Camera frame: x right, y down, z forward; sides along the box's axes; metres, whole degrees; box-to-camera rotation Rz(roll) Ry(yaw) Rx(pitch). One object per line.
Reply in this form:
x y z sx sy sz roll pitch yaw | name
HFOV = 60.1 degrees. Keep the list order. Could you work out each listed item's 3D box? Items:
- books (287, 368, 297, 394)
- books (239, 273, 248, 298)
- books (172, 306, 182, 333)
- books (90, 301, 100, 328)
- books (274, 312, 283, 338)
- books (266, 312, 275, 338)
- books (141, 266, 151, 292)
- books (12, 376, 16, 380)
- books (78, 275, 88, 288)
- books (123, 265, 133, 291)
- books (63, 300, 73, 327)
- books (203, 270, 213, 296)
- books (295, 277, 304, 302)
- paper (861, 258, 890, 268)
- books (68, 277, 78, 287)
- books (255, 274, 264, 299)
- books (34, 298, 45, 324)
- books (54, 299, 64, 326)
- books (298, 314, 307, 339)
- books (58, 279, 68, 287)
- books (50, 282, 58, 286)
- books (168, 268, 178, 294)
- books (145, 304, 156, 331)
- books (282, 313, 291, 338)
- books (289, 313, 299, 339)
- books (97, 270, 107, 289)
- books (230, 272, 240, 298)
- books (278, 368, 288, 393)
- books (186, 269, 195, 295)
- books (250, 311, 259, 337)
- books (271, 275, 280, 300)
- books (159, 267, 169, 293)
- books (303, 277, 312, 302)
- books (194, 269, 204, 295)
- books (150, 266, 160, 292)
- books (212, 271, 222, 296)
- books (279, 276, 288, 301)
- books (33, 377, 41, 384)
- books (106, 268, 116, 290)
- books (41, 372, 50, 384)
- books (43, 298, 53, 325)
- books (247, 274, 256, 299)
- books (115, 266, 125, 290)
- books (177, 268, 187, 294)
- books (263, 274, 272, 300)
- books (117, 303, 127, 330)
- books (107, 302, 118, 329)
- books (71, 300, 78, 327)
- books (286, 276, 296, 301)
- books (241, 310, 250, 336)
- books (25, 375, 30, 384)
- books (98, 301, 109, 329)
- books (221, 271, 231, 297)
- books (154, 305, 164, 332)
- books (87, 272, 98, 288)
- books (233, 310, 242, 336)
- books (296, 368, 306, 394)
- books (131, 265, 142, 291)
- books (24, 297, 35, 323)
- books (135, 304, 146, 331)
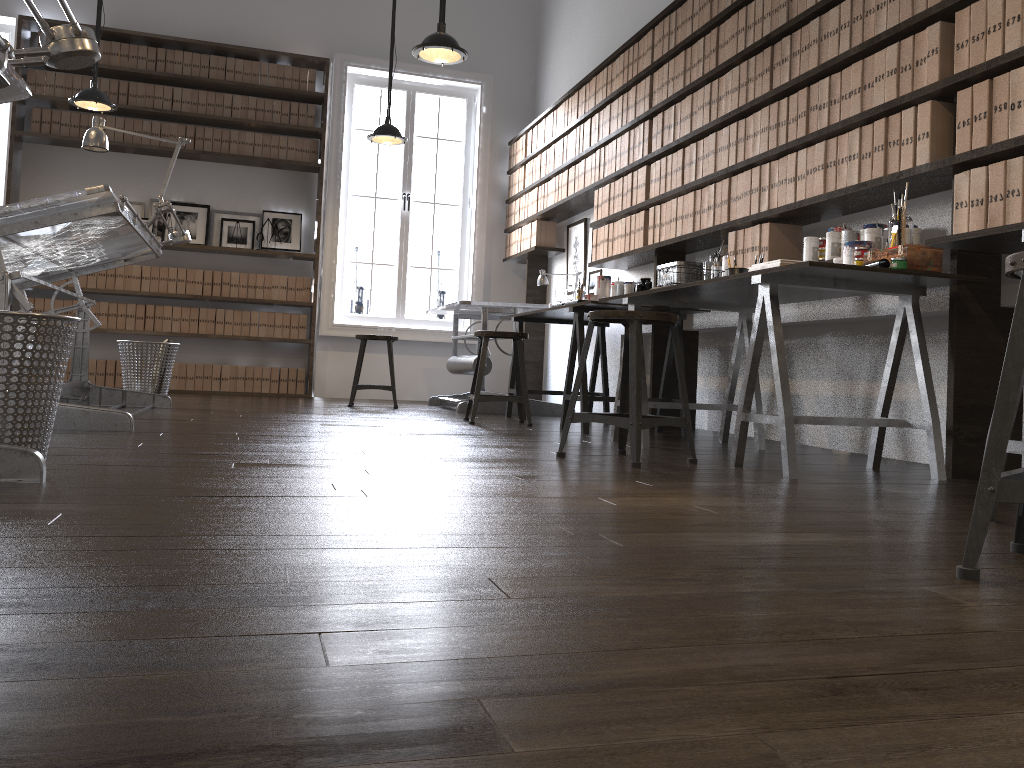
-1.948 -0.027 7.833 0.066 0.226 0.174 3 -1 -16 | books
-2.347 -0.850 7.737 0.066 0.226 0.174 3 -1 -16 | books
-2.862 -0.549 7.574 0.066 0.226 0.174 3 -1 -16 | books
-3.471 -0.574 7.398 0.066 0.226 0.174 3 -1 -16 | books
-2.062 -0.515 7.805 0.067 0.226 0.174 3 -1 -16 | books
-2.128 -0.518 7.791 0.066 0.226 0.174 3 -1 -16 | books
-3.098 -0.881 7.512 0.067 0.226 0.174 3 -1 -16 | books
-4.021 -0.114 7.226 0.066 0.226 0.174 3 -1 -16 | books
-3.561 -0.901 7.382 0.066 0.226 0.174 3 -1 -16 | books
-3.228 -0.887 7.478 0.066 0.226 0.174 3 -1 -16 | books
-3.668 -0.582 7.340 0.066 0.226 0.174 3 -1 -16 | books
-2.626 -0.862 7.656 0.066 0.226 0.174 3 -1 -16 | books
-1.893 -0.831 7.871 0.066 0.226 0.174 3 -1 -16 | books
1.117 -0.379 2.856 0.137 0.038 0.155 3 0 -2 | paper
-3.632 -0.904 7.356 0.067 0.226 0.174 3 -1 -16 | books
-2.213 -0.844 7.770 0.067 0.226 0.174 3 -1 -16 | books
-3.870 -0.591 7.276 0.066 0.226 0.174 3 -1 -16 | books
-3.735 -0.585 7.323 0.066 0.226 0.174 3 -1 -16 | books
-1.862 -0.507 7.866 0.066 0.226 0.174 3 -1 -16 | books
-3.704 -0.907 7.340 0.066 0.226 0.174 3 -1 -16 | books
-3.766 -0.909 7.319 0.066 0.226 0.174 3 -1 -16 | books
-2.897 -0.873 7.573 0.066 0.226 0.174 3 -1 -16 | books
-3.065 -0.557 7.513 0.067 0.226 0.174 3 -1 -16 | books
-1.999 -0.513 7.830 0.066 0.226 0.174 3 -1 -16 | books
-1.931 -0.510 7.850 0.066 0.226 0.174 3 -1 -16 | books
-3.425 -0.895 7.421 0.066 0.226 0.174 3 -1 -16 | books
-2.414 -0.853 7.713 0.066 0.226 0.174 3 -1 -16 | books
-2.017 -0.030 7.806 0.067 0.226 0.174 3 -1 -16 | books
-2.757 -0.867 7.610 0.067 0.226 0.174 3 -1 -16 | books
-2.256 -0.523 7.750 0.067 0.226 0.174 3 -1 -16 | books
-2.089 -0.839 7.810 0.066 0.226 0.174 3 -1 -16 | books
-2.965 -0.876 7.557 0.066 0.226 0.174 3 -1 -16 | books
-1.828 -0.828 7.883 0.067 0.226 0.174 3 -1 -16 | books
-2.698 -0.865 7.632 0.066 0.226 0.174 3 -1 -16 | books
-3.031 -0.879 7.536 0.066 0.226 0.174 3 -1 -16 | books
-2.554 -0.859 7.671 0.067 0.226 0.174 3 -1 -16 | books
-2.025 -0.837 7.826 0.067 0.226 0.174 3 -1 -16 | books
-3.885 -0.108 7.260 0.067 0.226 0.174 3 -1 -16 | books
-3.357 -0.892 7.441 0.066 0.226 0.174 3 -1 -16 | books
-3.816 -0.105 7.282 0.066 0.226 0.174 3 -1 -16 | books
-3.801 -0.588 7.299 0.066 0.226 0.174 3 -1 -16 | books
-2.279 -0.847 7.757 0.066 0.226 0.174 3 -1 -16 | books
-3.291 -0.889 7.454 0.067 0.226 0.174 3 -1 -16 | books
-2.827 -0.870 7.590 0.066 0.226 0.174 3 -1 -16 | books
-2.150 -0.842 7.793 0.066 0.226 0.174 3 -1 -16 | books
-3.275 -0.566 7.457 0.066 0.226 0.174 3 -1 -16 | books
-3.343 -0.569 7.437 0.066 0.226 0.174 3 -1 -16 | books
-3.599 -0.579 7.356 0.067 0.226 0.174 3 -1 -16 | books
-1.959 -0.834 7.850 0.066 0.226 0.174 3 -1 -16 | books
-2.325 -0.526 7.734 0.066 0.226 0.174 3 -1 -16 | books
-3.953 -0.111 7.244 0.066 0.226 0.174 3 -1 -16 | books
-3.405 -0.571 7.412 0.067 0.226 0.174 3 -1 -16 | books
-2.483 -0.856 7.698 0.066 0.226 0.174 3 -1 -16 | books
-2.996 -0.554 7.539 0.066 0.226 0.174 3 -1 -16 | books
-3.492 -0.898 7.397 0.066 0.226 0.174 3 -1 -16 | books
-2.392 -0.529 7.716 0.066 0.226 0.174 3 -1 -16 | books
-1.874 -0.024 7.851 0.066 0.226 0.174 3 -1 -16 | books
-3.168 -0.884 7.494 0.066 0.226 0.174 3 -1 -16 | books
-3.939 -0.594 7.255 0.067 0.226 0.174 3 -1 -16 | books
-3.139 -0.560 7.497 0.066 0.226 0.174 3 -1 -16 | books
